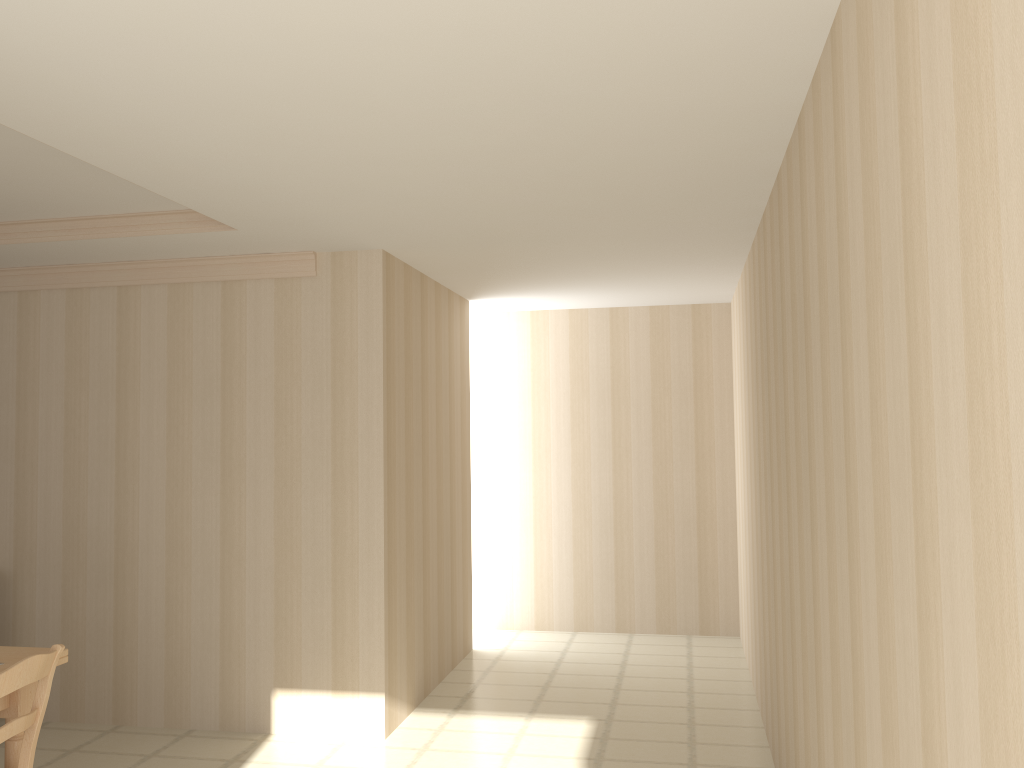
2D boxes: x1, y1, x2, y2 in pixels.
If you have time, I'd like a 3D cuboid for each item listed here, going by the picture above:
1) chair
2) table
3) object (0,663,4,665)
[{"bbox_3d":[-1.790,1.299,2.829,0.517,0.846,0.462,-1,-3,4],"label":"chair"},{"bbox_3d":[-2.465,1.346,2.919,1.567,0.774,0.900,-1,-3,11],"label":"table"},{"bbox_3d":[-1.830,0.952,3.059,0.219,0.011,0.047,-2,-3,27],"label":"object"}]
